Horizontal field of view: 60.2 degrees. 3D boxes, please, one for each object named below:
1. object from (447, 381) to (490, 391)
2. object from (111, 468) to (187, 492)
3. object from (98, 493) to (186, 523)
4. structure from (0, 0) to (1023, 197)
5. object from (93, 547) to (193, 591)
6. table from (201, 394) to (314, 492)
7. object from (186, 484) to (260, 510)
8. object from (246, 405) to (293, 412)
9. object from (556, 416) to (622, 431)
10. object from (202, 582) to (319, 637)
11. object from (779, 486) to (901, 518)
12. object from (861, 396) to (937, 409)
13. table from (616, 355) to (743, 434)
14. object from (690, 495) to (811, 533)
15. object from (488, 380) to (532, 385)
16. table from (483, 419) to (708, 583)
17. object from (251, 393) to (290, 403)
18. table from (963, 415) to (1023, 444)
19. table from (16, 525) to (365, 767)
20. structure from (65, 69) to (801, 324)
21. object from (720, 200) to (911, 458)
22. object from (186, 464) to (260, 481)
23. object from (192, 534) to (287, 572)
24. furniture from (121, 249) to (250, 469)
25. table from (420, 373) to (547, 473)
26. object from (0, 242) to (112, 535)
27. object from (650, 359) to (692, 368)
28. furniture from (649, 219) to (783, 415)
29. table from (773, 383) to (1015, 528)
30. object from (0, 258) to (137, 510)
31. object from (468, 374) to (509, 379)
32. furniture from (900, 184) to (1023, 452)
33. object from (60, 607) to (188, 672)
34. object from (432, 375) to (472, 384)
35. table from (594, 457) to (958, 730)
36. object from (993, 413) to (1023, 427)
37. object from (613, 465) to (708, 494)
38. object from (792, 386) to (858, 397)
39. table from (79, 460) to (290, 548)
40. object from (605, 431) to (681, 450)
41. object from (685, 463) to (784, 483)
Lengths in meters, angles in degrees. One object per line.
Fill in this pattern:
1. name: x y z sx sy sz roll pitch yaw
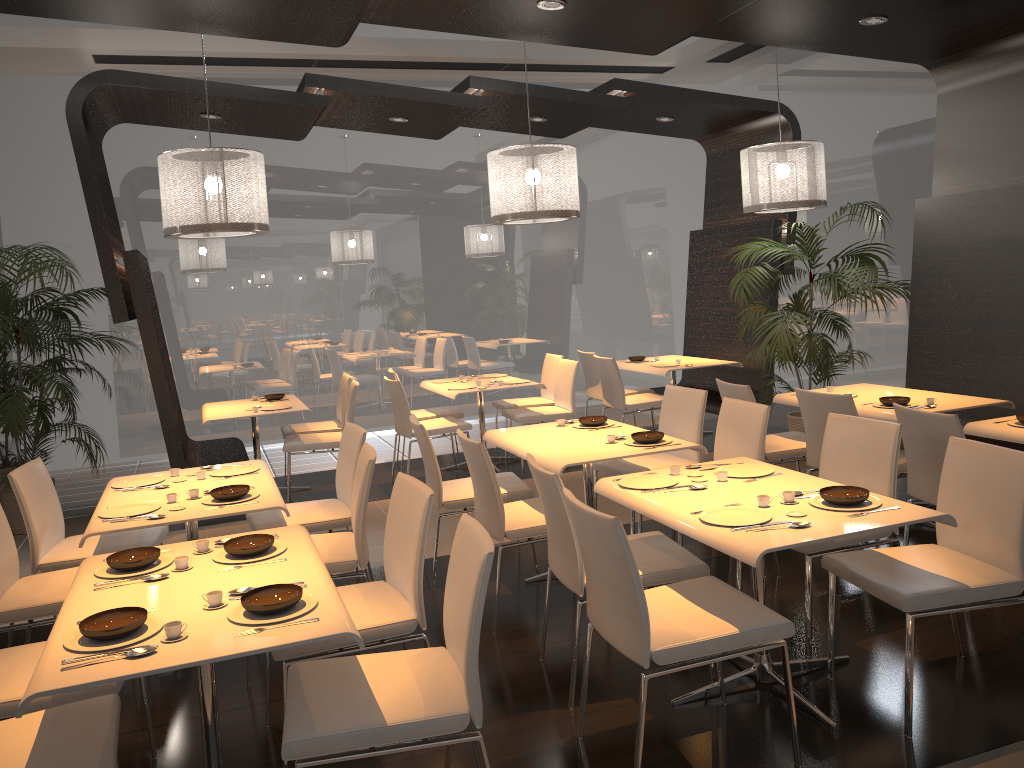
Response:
1. object: -0.352 0.016 7.291 0.336 0.038 0.378 -7 7 -25
2. object: -1.753 0.463 4.270 0.336 0.038 0.378 -7 7 -25
3. object: -1.545 0.517 3.693 0.336 0.038 0.378 -7 7 -25
4. structure: -1.312 -1.054 3.294 10.685 1.731 2.910 -6 6 -20
5. object: -1.211 0.584 2.906 0.304 0.044 0.366 -6 7 -20
6. table: -2.037 0.537 7.065 0.802 0.723 1.151 -5 6 -19
7. object: -1.256 0.477 3.843 0.304 0.044 0.366 -6 7 -20
8. object: -1.876 0.173 6.819 0.336 0.038 0.377 -8 8 -30
9. object: 0.429 0.218 5.089 0.304 0.044 0.366 -6 7 -20
10. object: -0.698 0.602 2.455 0.304 0.044 0.366 -6 7 -20
11. object: 1.135 0.400 3.130 0.304 0.044 0.366 -6 7 -20
12. object: 2.230 0.103 5.048 0.304 0.044 0.366 -6 7 -20
13. table: 1.527 0.151 8.324 0.802 0.723 1.151 -5 6 -19
14. object: 0.825 0.439 3.003 0.336 0.038 0.378 -7 7 -25
15. object: -0.035 -0.028 7.481 0.336 0.038 0.377 -8 8 -30
16. table: 0.537 0.631 4.794 1.055 0.723 1.151 -6 6 -19
17. object: -2.013 0.113 7.379 0.304 0.044 0.366 -6 7 -20
18. table: 2.838 0.568 4.019 0.802 0.723 1.151 -5 6 -19
19. table: -0.919 0.976 2.681 0.802 0.723 1.151 -5 6 -19
20. structure: -0.403 -1.613 7.593 5.946 1.722 1.405 -6 5 -20
21. object: 2.460 -0.443 7.139 1.505 2.053 1.567 -4 4 -6
22. object: -1.450 0.424 4.434 0.336 0.038 0.377 -8 8 -30
23. object: -0.924 0.553 3.003 0.304 0.044 0.366 -6 7 -20
24. furniture: -2.497 -0.184 6.859 0.759 1.669 1.405 -5 4 -19
25. table: -0.260 0.345 7.690 0.802 0.723 1.151 -5 6 -19
26. object: -3.561 0.051 6.363 1.565 2.053 1.507 -6 4 -26
27. object: 1.451 -0.183 7.957 0.336 0.038 0.378 -7 7 -25
28. furniture: 1.871 -0.660 8.426 0.759 1.669 1.405 -5 4 -19
29. table: 2.300 0.441 5.410 0.802 0.723 1.151 -5 6 -19
30. object: -4.135 -0.021 7.308 1.559 2.053 1.513 -1 4 32
31. object: -0.230 -0.083 8.066 0.336 0.038 0.377 -8 8 -30
32. furniture: 3.181 -0.337 4.924 0.759 1.668 2.910 -5 6 -19
33. object: -1.012 0.639 2.319 0.304 0.044 0.366 -6 7 -20
34. object: -0.531 -0.040 7.873 0.336 0.038 0.378 -7 7 -25
35. table: 0.934 0.774 3.346 0.802 0.723 1.151 -5 6 -19
36. object: 2.562 0.174 4.246 0.304 0.044 0.366 -6 7 -20
37. object: 0.617 0.386 3.581 0.336 0.038 0.378 -7 7 -25
38. object: 1.997 0.056 5.604 0.336 0.038 0.378 -7 7 -25
39. table: -1.460 0.849 4.073 0.802 0.723 1.151 -5 6 -19
40. object: 0.649 0.275 4.479 0.304 0.044 0.366 -6 7 -20
41. object: 0.904 0.352 3.703 0.336 0.038 0.377 -8 8 -30
